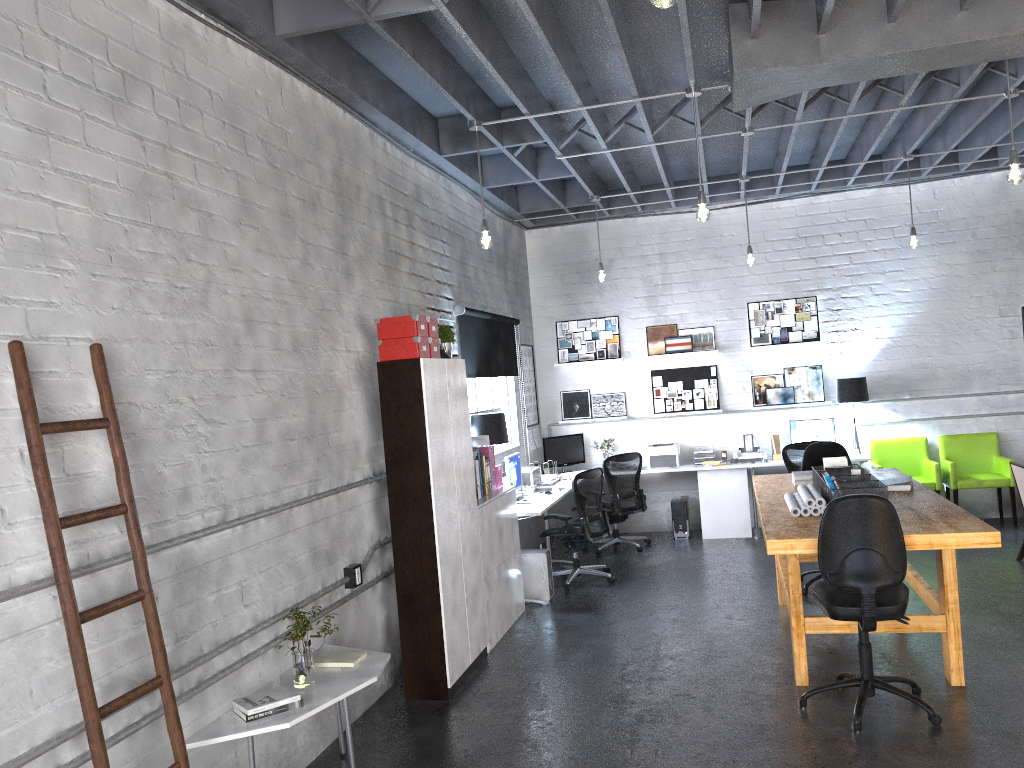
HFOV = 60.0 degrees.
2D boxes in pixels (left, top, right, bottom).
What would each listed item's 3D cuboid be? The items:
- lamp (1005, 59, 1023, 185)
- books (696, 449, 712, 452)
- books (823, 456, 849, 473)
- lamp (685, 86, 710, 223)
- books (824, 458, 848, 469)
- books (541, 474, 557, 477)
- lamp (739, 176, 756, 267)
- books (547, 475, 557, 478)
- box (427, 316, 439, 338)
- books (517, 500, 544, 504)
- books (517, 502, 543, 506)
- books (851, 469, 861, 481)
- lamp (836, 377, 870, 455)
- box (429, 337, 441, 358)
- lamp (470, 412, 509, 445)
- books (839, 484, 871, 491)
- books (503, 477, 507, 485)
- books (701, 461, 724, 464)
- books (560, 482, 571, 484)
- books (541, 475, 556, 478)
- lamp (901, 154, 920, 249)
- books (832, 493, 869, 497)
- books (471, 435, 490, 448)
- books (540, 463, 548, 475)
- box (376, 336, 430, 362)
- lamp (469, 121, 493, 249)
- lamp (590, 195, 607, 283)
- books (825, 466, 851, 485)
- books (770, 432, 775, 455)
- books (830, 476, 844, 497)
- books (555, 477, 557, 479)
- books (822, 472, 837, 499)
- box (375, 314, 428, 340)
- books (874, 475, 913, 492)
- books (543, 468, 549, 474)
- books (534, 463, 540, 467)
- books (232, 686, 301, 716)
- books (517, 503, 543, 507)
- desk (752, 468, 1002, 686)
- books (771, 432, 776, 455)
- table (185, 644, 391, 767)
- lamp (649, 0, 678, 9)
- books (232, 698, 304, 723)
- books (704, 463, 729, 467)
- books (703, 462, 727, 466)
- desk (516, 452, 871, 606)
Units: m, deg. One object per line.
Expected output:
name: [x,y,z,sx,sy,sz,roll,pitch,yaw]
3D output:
lamp: [3.016,-1.644,5.365,0.104,0.878,0.104,-5,1,14]
books: [2.162,0.751,9.987,0.134,0.008,0.203,-5,0,-3]
books: [2.312,0.627,6.314,0.171,0.210,0.046,-5,1,14]
lamp: [1.221,-1.495,5.809,0.104,0.878,0.104,-5,1,14]
books: [2.302,0.635,6.285,0.158,0.200,0.082,-5,1,14]
books: [0.322,0.985,9.508,0.297,0.006,0.210,-5,0,14]
lamp: [2.300,-1.583,8.659,0.104,0.878,0.104,-5,1,14]
books: [0.323,0.996,9.503,0.297,0.006,0.210,-5,0,16]
box: [-0.616,-0.344,5.589,0.268,0.133,0.206,-5,0,14]
books: [0.142,1.028,7.718,0.212,0.010,0.170,-5,0,40]
books: [0.138,1.039,7.715,0.209,0.012,0.158,-5,0,37]
books: [2.202,0.649,5.787,0.143,0.188,0.061,-5,1,14]
lamp: [3.682,0.347,9.542,0.333,0.832,0.333,-5,1,-25]
box: [-0.605,-0.214,5.591,0.270,0.131,0.206,-5,0,14]
lamp: [-0.175,0.666,7.525,0.333,0.832,0.333,-5,1,-25]
books: [2.121,0.660,5.592,0.232,0.027,0.185,-5,0,-14]
books: [-0.123,0.954,7.853,0.172,0.243,0.026,-5,1,14]
books: [2.177,0.853,9.646,0.211,0.014,0.148,-5,0,29]
books: [0.548,1.015,9.085,0.112,0.001,0.066,-5,0,1]
books: [0.321,0.991,9.503,0.297,0.006,0.210,-5,0,13]
lamp: [3.735,-1.702,8.304,0.104,0.878,0.104,-5,1,14]
books: [2.134,0.683,5.593,0.250,0.022,0.205,-5,0,19]
books: [-0.263,0.542,7.017,0.192,0.267,0.060,-5,1,14]
books: [0.360,0.942,9.824,0.017,0.121,0.183,-4,0,29]
box: [-0.654,-0.210,5.389,0.270,0.131,0.206,-5,0,14]
lamp: [-0.214,-1.376,6.164,0.104,0.878,0.104,-5,1,14]
lamp: [0.882,-1.466,9.011,0.104,0.878,0.104,-5,1,14]
books: [2.127,0.642,5.773,0.158,0.214,0.063,-5,1,14]
books: [2.879,0.681,9.776,0.036,0.296,0.210,-5,1,14]
books: [1.958,0.657,5.289,0.097,0.209,0.157,-5,1,14]
books: [0.324,1.017,9.508,0.297,0.006,0.210,-5,0,14]
books: [1.928,0.648,5.311,0.108,0.234,0.166,-5,1,14]
box: [-0.665,-0.339,5.387,0.270,0.131,0.206,-5,0,14]
books: [2.597,0.678,6.039,0.244,0.067,0.298,-5,0,23]
books: [0.385,0.971,9.822,0.037,0.076,0.102,-4,0,29]
books: [0.303,0.938,9.870,0.052,0.109,0.133,-4,1,29]
books: [-1.063,1.367,3.833,0.234,0.022,0.185,-5,0,-38]
books: [0.142,1.051,7.712,0.213,0.012,0.158,-5,0,39]
desk: [2.242,1.205,5.883,1.115,0.926,2.830,-5,0,14]
books: [2.889,0.679,9.777,0.043,0.296,0.210,-5,1,14]
table: [-0.898,1.663,4.090,0.517,0.532,1.335,-5,0,14]
lamp: [0.366,-1.425,2.317,0.104,0.878,0.104,-4,1,32]
books: [-1.058,1.393,3.844,0.250,0.031,0.185,-5,0,-34]
books: [2.224,0.878,9.651,0.211,0.014,0.148,-5,0,-22]
books: [2.204,0.865,9.643,0.211,0.014,0.148,-5,0,-11]
desk: [1.762,1.317,8.587,3.576,0.785,3.297,-5,0,14]
